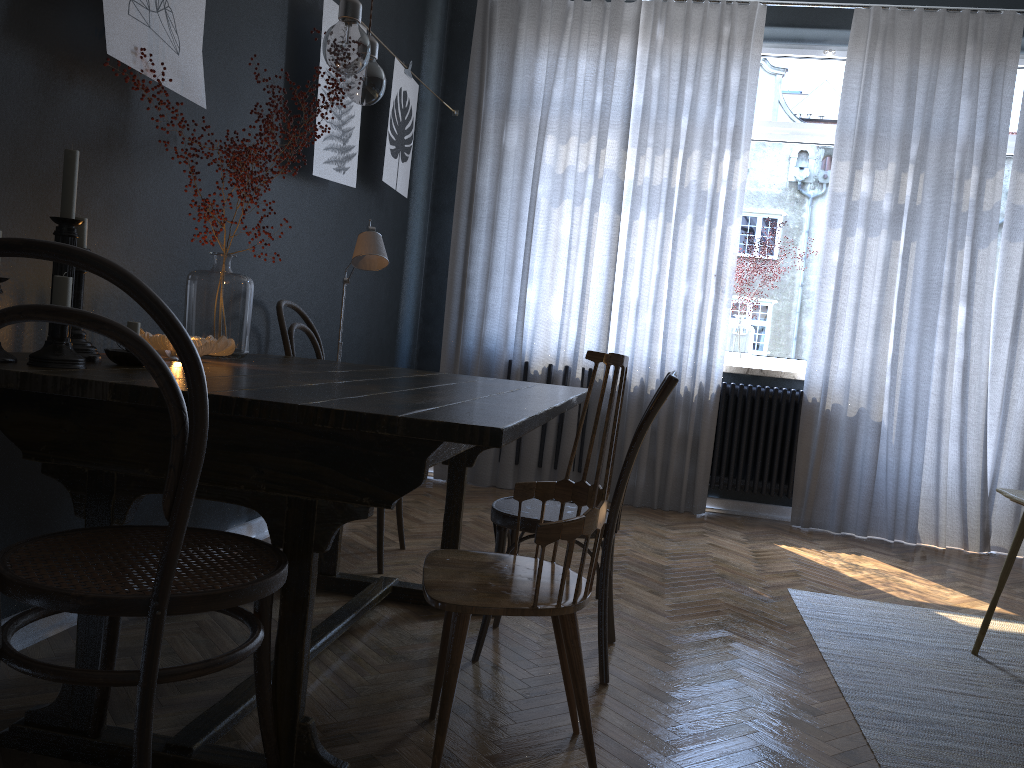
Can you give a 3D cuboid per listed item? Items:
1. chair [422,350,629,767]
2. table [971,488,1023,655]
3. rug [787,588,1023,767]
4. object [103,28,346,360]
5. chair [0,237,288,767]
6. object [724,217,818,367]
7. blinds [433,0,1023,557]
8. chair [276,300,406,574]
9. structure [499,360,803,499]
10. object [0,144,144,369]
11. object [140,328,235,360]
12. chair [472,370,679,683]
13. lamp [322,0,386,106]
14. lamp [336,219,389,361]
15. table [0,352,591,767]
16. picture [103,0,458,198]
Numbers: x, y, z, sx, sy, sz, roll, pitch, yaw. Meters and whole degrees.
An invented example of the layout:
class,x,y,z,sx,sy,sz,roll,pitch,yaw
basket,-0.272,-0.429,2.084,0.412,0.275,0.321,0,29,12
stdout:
class,x,y,z,sx,sy,sz,roll,pitch,yaw
chair,0.014,0.348,1.811,0.384,0.857,0.455,5,4,-5
table,1.609,0.628,2.470,0.339,0.550,0.787,6,3,10
rug,1.390,0.885,2.383,1.003,0.013,2.010,6,3,10
object,-0.785,-0.537,2.451,0.639,0.931,0.556,5,4,-20
chair,-0.596,0.270,1.377,0.437,0.921,0.549,7,4,12
object,1.340,-0.500,4.968,0.514,0.810,0.598,5,4,-16
blinds,1.585,-0.626,4.829,3.991,2.791,0.312,6,4,9
chair,-0.619,0.174,3.274,0.549,0.921,0.437,6,4,7
structure,0.820,0.247,5.066,1.846,0.601,0.215,6,4,9
object,-0.851,-0.248,1.697,0.223,0.420,0.368,6,3,11
object,-0.811,-0.094,2.167,0.252,0.072,0.254,7,3,16
chair,0.178,0.346,2.446,0.467,0.820,0.362,6,4,9
lamp,0.269,-1.431,1.814,1.589,1.576,0.583,9,5,41
lamp,-0.635,-0.020,3.120,0.242,1.070,0.799,3,4,-36
table,-0.463,0.341,2.211,1.126,0.728,1.603,6,3,10
picture,-0.742,-1.162,3.058,0.058,0.772,4.454,6,3,9
